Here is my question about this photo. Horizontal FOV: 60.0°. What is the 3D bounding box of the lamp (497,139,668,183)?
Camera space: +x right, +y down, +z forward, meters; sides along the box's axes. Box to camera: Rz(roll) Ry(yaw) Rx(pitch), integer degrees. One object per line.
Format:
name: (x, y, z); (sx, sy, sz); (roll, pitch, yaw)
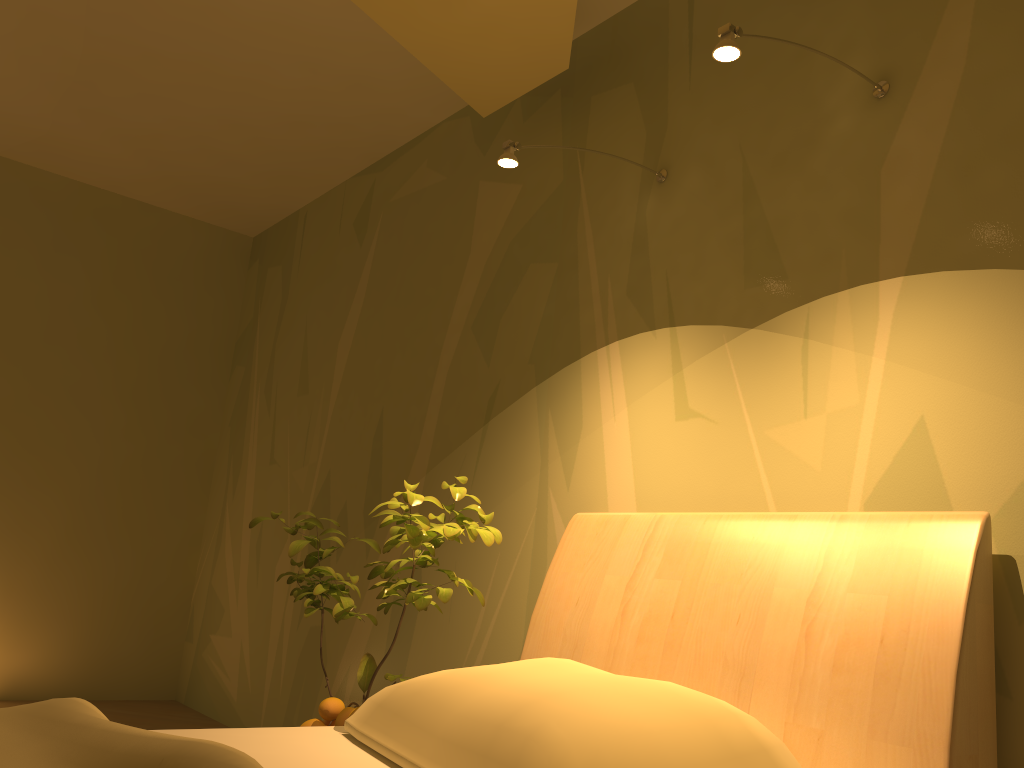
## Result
lamp: (0.187, -0.540, 2.188); (0.533, 0.178, 0.050); (15, -16, -36)

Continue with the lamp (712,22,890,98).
lamp: (0.570, -0.611, 1.708); (0.533, 0.178, 0.050); (15, -16, -36)

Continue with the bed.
bed: (-0.484, 0.463, 1.106); (2.378, 0.894, 1.286); (15, -16, -36)

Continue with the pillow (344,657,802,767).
pillow: (0.065, 0.593, 1.513); (0.482, 0.213, 0.801); (12, -14, -27)

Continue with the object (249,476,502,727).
object: (-0.416, 0.681, 2.163); (0.828, 0.944, 0.372); (-7, -18, 44)
